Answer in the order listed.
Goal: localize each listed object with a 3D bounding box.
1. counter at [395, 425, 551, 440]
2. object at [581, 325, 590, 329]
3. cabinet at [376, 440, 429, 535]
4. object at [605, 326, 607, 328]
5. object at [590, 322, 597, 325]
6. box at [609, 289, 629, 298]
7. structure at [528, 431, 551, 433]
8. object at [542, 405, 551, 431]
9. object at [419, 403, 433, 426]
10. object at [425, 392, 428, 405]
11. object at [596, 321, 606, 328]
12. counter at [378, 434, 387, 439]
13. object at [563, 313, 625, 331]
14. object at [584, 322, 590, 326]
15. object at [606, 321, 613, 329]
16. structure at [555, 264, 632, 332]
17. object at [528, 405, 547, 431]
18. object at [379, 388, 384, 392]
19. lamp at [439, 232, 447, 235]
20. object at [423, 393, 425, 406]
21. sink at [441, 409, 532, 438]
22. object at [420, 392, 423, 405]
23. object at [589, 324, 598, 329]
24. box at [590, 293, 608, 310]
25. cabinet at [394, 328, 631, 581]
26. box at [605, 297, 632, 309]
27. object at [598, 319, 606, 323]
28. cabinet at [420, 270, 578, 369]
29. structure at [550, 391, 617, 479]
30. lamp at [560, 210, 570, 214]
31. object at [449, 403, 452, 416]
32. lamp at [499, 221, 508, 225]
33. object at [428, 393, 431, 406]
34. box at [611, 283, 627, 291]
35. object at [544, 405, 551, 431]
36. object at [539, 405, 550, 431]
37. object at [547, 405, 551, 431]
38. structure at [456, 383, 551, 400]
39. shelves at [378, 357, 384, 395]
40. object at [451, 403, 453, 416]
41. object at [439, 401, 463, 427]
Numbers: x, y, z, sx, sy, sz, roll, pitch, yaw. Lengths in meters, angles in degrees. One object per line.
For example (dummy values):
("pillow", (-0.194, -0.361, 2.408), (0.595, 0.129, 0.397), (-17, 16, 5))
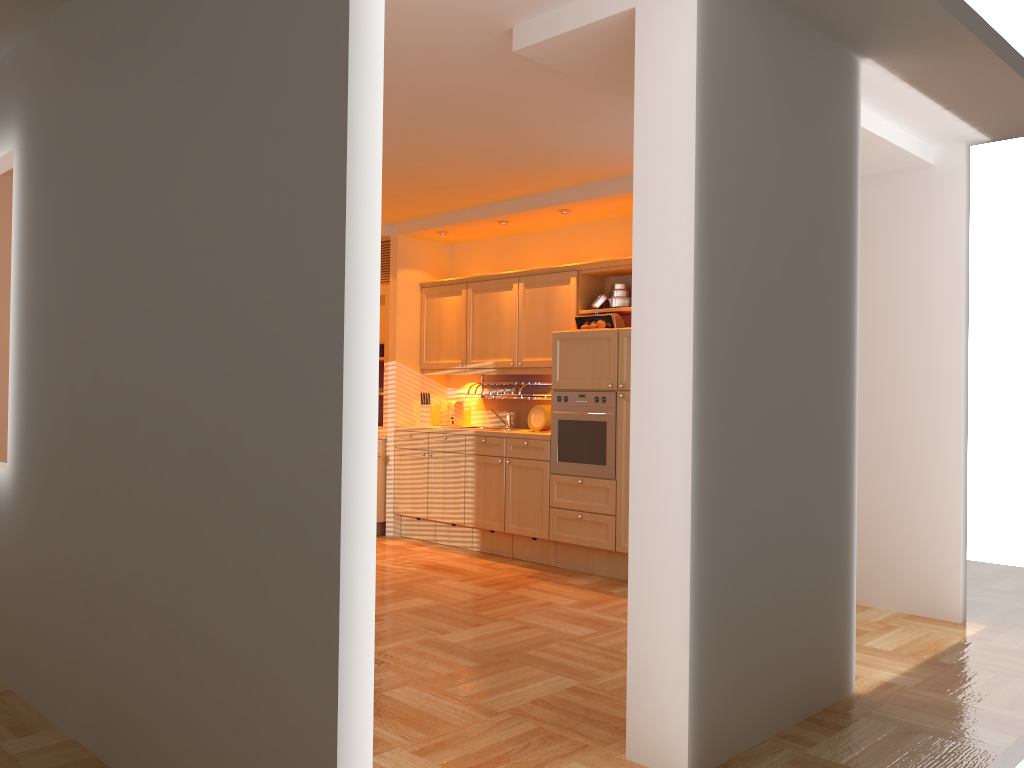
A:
("counter", (-0.158, 0.386, 7.201), (1.800, 0.038, 0.600), (0, -1, 45))
("object", (0.526, -0.404, 6.320), (0.069, 0.034, 0.066), (1, -1, -27))
("cabinet", (-1.688, 0.883, 7.119), (1.141, 0.840, 2.850), (0, -1, 45))
("object", (0.634, -0.404, 6.274), (0.062, 0.036, 0.065), (1, -1, -42))
("object", (0.588, -0.415, 6.320), (0.065, 0.056, 0.056), (0, -1, 29))
("box", (0.786, -0.654, 6.532), (0.124, 0.066, 0.177), (1, -1, -9))
("structure", (0.233, 0.364, 6.804), (0.219, 0.010, 0.084), (1, -1, -42))
("object", (0.236, 0.263, 6.810), (0.049, 0.200, 0.205), (1, -1, -44))
("object", (-0.749, 0.264, 7.737), (0.100, 0.200, 0.070), (1, -1, 18))
("object", (-0.745, 0.206, 7.722), (0.019, 0.265, 0.038), (1, -1, 28))
("object", (0.627, -0.416, 6.234), (0.066, 0.064, 0.045), (1, -1, 6))
("counter", (-2.025, 0.438, 7.041), (0.770, 0.038, 2.250), (0, -1, 45))
("object", (0.605, -0.434, 6.343), (0.280, 0.123, 0.400), (1, -1, -45))
("object", (0.541, -0.418, 6.409), (0.069, 0.064, 0.055), (1, -1, -41))
("object", (0.687, -0.416, 6.300), (0.066, 0.058, 0.065), (0, -1, 37))
("structure", (-0.376, -0.710, 6.605), (4.091, 1.148, 1.061), (1, -1, 19))
("object", (0.195, 0.262, 6.772), (0.049, 0.200, 0.205), (1, -1, -44))
("object", (-1.179, 0.055, 8.021), (0.222, 0.039, 0.222), (1, -1, -28))
("lamp", (-0.581, -1.268, 7.477), (0.070, 0.021, 0.070), (1, -1, 5))
("object", (-0.768, 0.206, 7.729), (0.019, 0.265, 0.038), (1, -1, 28))
("sink", (-0.159, 0.373, 7.200), (0.746, 0.336, 0.465), (0, -1, 45))
("object", (-0.789, 0.206, 7.735), (0.019, 0.265, 0.037), (1, -1, 9))
("object", (0.576, -0.405, 6.263), (0.062, 0.036, 0.065), (1, -1, -33))
("box", (0.643, -0.606, 6.564), (0.117, 0.129, 0.098), (1, -1, -9))
("cabinet", (0.259, 0.477, 6.769), (3.000, 1.700, 0.625), (0, -1, 45))
("box", (0.785, -0.585, 6.531), (0.169, 0.090, 0.242), (1, -1, -9))
("object", (0.636, -0.440, 6.297), (0.061, 0.047, 0.063), (1, -1, 3))
("cabinet", (-0.051, -0.484, 7.305), (1.792, 0.712, 0.332), (0, -1, 45))
("structure", (0.473, 0.345, 6.144), (0.576, 0.583, 0.066), (0, -1, 45))
("lamp", (0.389, -1.264, 6.522), (0.070, 0.021, 0.070), (1, -1, 5))
("object", (-0.532, 0.263, 7.690), (0.042, 0.192, 0.040), (1, -1, 5))
("lamp", (-0.066, -1.266, 6.974), (0.070, 0.021, 0.070), (1, -1, -6))
("object", (-0.723, 0.207, 7.714), (0.019, 0.265, 0.037), (1, -1, 28))
("box", (0.787, -0.709, 6.532), (0.098, 0.052, 0.140), (1, -1, -9))
("object", (0.257, 0.263, 6.829), (0.049, 0.200, 0.205), (1, -1, -44))
("object", (0.215, 0.262, 6.791), (0.049, 0.200, 0.205), (1, -1, -44))
("object", (0.277, 0.264, 6.848), (0.049, 0.200, 0.205), (1, -1, -44))
("structure", (-0.048, 0.058, 7.311), (0.900, 0.126, 0.300), (0, -1, 45))
("shelves", (-1.072, 0.118, 8.124), (0.600, 0.702, 0.582), (0, -1, 45))
("object", (-0.516, 0.267, 7.686), (0.020, 0.196, 0.017), (1, -1, -20))
("object", (-0.529, 0.257, 7.741), (0.200, 0.221, 0.103), (0, -1, 45))
